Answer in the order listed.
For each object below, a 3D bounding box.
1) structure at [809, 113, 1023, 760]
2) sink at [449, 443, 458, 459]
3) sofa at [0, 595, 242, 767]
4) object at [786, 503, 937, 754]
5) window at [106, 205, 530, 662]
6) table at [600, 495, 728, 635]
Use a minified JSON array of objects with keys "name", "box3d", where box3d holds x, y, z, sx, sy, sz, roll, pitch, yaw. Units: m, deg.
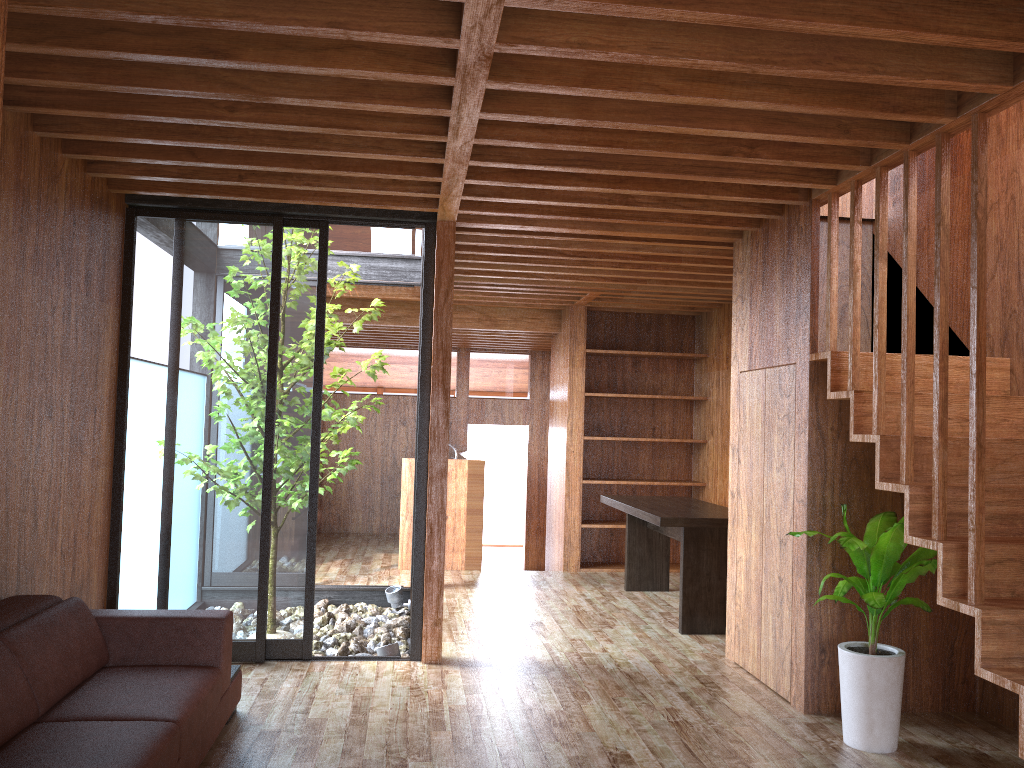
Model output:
[{"name":"structure","box3d":[1.870,0.268,2.798,0.831,2.298,2.443,2,-3,-6]},{"name":"sink","box3d":[-0.793,0.769,8.759,0.559,0.423,2.453,2,-3,-6]},{"name":"sofa","box3d":[-0.933,0.944,2.545,1.703,0.760,2.500,2,-3,-7]},{"name":"object","box3d":[1.485,0.928,3.540,0.677,1.031,0.629,2,-3,-17]},{"name":"window","box3d":[-0.033,-0.673,5.362,4.113,5.130,13.940,2,-3,-7]},{"name":"table","box3d":[1.122,1.198,6.122,0.701,0.715,1.668,2,-3,-7]}]
